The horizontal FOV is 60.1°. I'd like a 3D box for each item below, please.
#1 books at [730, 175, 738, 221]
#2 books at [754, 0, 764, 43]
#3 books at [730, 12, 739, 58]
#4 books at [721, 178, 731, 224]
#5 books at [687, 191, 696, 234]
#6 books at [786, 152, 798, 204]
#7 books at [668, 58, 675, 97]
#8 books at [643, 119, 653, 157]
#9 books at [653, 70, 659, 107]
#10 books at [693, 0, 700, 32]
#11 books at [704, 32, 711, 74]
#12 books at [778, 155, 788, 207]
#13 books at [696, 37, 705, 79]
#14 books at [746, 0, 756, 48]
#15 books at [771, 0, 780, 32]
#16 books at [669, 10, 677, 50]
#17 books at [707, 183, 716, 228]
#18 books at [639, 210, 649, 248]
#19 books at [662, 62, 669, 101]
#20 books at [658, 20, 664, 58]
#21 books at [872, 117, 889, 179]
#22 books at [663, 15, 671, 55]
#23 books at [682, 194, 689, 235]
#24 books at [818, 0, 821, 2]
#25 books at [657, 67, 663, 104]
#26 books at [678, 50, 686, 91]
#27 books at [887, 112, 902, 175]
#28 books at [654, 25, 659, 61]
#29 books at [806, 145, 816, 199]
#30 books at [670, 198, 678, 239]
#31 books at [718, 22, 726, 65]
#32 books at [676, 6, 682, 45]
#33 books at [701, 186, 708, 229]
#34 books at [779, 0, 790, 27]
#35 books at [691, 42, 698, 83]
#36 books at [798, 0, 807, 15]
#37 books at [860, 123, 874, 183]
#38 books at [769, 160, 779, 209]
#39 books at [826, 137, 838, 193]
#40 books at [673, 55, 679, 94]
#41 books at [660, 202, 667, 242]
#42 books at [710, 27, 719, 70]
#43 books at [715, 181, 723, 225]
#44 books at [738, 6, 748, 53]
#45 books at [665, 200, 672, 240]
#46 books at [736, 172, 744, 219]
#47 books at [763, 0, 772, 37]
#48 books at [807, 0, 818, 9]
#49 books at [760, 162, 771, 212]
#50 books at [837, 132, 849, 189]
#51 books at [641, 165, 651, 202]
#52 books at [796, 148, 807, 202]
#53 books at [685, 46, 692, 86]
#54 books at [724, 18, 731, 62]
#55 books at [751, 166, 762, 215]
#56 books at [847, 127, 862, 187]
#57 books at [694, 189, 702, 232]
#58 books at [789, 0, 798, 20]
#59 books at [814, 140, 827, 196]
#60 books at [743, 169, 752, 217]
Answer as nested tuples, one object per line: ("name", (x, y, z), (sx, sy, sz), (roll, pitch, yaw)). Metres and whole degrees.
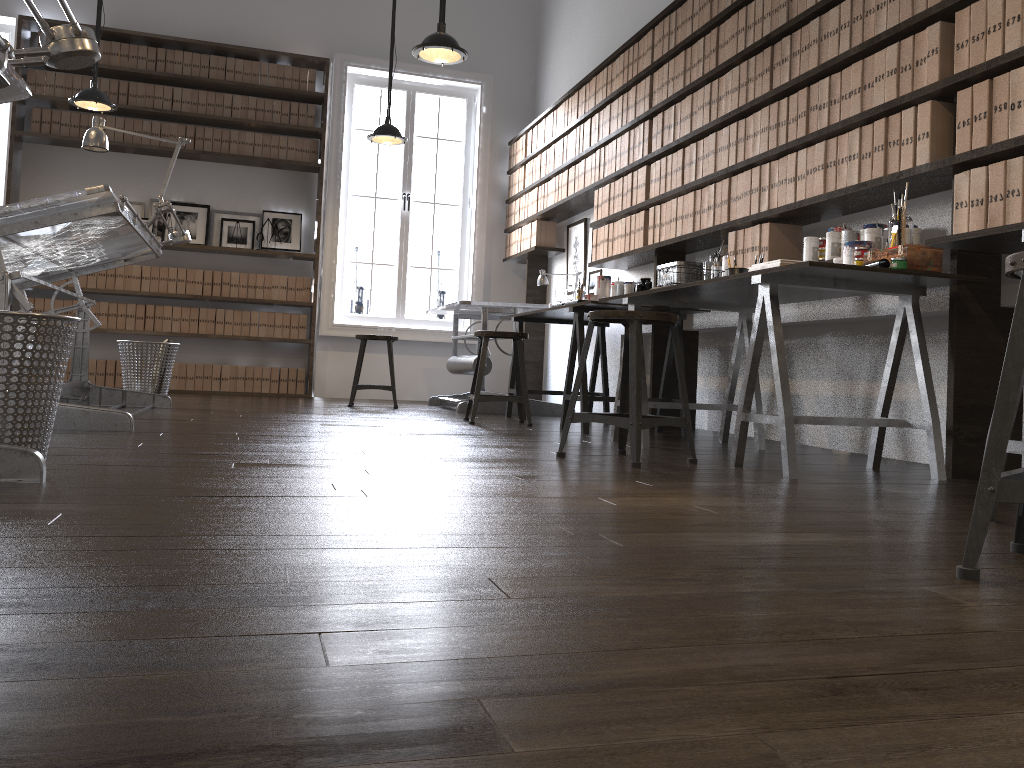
("books", (1.160, -0.895, 4.322), (0.174, 0.226, 0.066), (3, -2, -16))
("books", (1.241, -1.707, 4.185), (0.174, 0.226, 0.067), (3, -2, -16))
("books", (1.178, -1.713, 4.395), (0.174, 0.226, 0.067), (3, -2, -16))
("books", (1.133, -0.897, 4.391), (0.174, 0.226, 0.067), (3, -2, -16))
("books", (1.032, -0.906, 4.732), (0.174, 0.226, 0.067), (3, -2, -16))
("books", (1.291, -0.884, 3.857), (0.174, 0.226, 0.067), (3, -2, -16))
("books", (0.987, -1.729, 5.055), (0.174, 0.226, 0.066), (3, -2, -16))
("books", (0.889, -1.468, 5.347), (0.174, 0.226, 0.066), (3, -2, -16))
("books", (0.931, -1.734, 5.260), (0.174, 0.226, 0.066), (3, -2, -16))
("books", (1.077, -2.000, 4.803), (0.174, 0.226, 0.066), (3, -2, -16))
("books", (1.106, -1.719, 4.663), (0.174, 0.226, 0.066), (3, -2, -16))
("books", (1.275, -0.886, 3.925), (0.174, 0.226, 0.066), (3, -2, -16))
("books", (1.081, -1.721, 4.730), (0.174, 0.226, 0.066), (3, -2, -16))
("books", (1.222, -1.709, 4.257), (0.174, 0.226, 0.066), (3, -2, -16))
("books", (1.283, -1.704, 4.056), (0.174, 0.226, 0.066), (3, -2, -16))
("books", (0.997, -2.006, 5.073), (0.174, 0.226, 0.066), (3, -2, -16))
("books", (1.093, -0.901, 4.532), (0.174, 0.226, 0.066), (3, -2, -16))
("books", (0.859, -0.921, 5.324), (0.174, 0.226, 0.067), (3, -2, -16))
("books", (0.965, -1.731, 5.124), (0.174, 0.226, 0.067), (3, -2, -16))
("books", (0.953, -2.010, 5.211), (0.174, 0.226, 0.067), (3, -2, -16))
("books", (1.448, -0.871, 3.322), (0.174, 0.226, 0.067), (3, -2, -16))
("books", (0.974, -2.008, 5.142), (0.174, 0.226, 0.066), (3, -2, -16))
("books", (1.018, -0.907, 4.797), (0.174, 0.226, 0.066), (3, -2, -16))
("books", (1.380, -1.696, 3.721), (0.174, 0.226, 0.066), (3, -2, -16))
("books", (0.948, -1.732, 5.192), (0.174, 0.226, 0.066), (3, -2, -16))
("books", (1.020, -1.726, 4.930), (0.174, 0.226, 0.067), (3, -2, -16))
("books", (1.475, -0.869, 3.253), (0.174, 0.226, 0.066), (3, -2, -16))
("books", (0.939, -2.011, 5.273), (0.174, 0.226, 0.066), (3, -2, -16))
("books", (1.333, -0.881, 3.728), (0.174, 0.226, 0.066), (3, -2, -16))
("books", (0.976, -0.911, 4.926), (0.174, 0.226, 0.067), (3, -2, -16))
("books", (1.148, -1.715, 4.520), (0.174, 0.226, 0.066), (3, -2, -16))
("books", (1.021, -2.005, 5.008), (0.174, 0.226, 0.066), (3, -2, -16))
("books", (1.077, -0.902, 4.601), (0.174, 0.226, 0.066), (3, -2, -16))
("books", (1.297, -1.703, 3.991), (0.174, 0.226, 0.067), (3, -2, -16))
("books", (1.065, -1.722, 4.799), (0.174, 0.226, 0.066), (3, -2, -16))
("books", (1.341, -1.699, 3.858), (0.174, 0.226, 0.066), (3, -2, -16))
("books", (1.432, -0.872, 3.396), (0.174, 0.226, 0.066), (3, -2, -16))
("books", (1.257, -0.887, 3.993), (0.174, 0.226, 0.066), (3, -2, -16))
("books", (1.372, -0.877, 3.600), (0.174, 0.226, 0.066), (3, -2, -16))
("books", (1.006, -1.727, 4.995), (0.174, 0.226, 0.066), (3, -2, -16))
("books", (0.942, -0.914, 5.062), (0.174, 0.226, 0.066), (3, -2, -16))
("books", (1.122, -1.718, 4.589), (0.174, 0.226, 0.067), (3, -2, -16))
("books", (1.118, -0.899, 4.465), (0.174, 0.226, 0.066), (3, -2, -16))
("books", (1.198, -1.711, 4.325), (0.174, 0.226, 0.066), (3, -2, -16))
("books", (0.960, -0.912, 4.994), (0.174, 0.226, 0.066), (3, -2, -16))
("books", (1.176, -0.894, 4.258), (0.174, 0.226, 0.066), (3, -2, -16))
("books", (1.263, -1.706, 4.116), (0.174, 0.226, 0.066), (3, -2, -16))
("books", (1.358, -1.698, 3.790), (0.174, 0.226, 0.067), (3, -2, -16))
("books", (1.234, -0.889, 4.059), (0.174, 0.226, 0.066), (3, -2, -16))
("books", (1.392, -0.876, 3.532), (0.174, 0.226, 0.066), (3, -2, -16))
("books", (0.871, -1.191, 5.331), (0.174, 0.226, 0.067), (3, -2, -16))
("books", (1.313, -0.882, 3.788), (0.174, 0.226, 0.066), (3, -2, -16))
("books", (1.045, -1.724, 4.867), (0.174, 0.226, 0.066), (3, -2, -16))
("books", (1.164, -1.714, 4.456), (0.174, 0.226, 0.066), (3, -2, -16))
("books", (1.210, -0.891, 4.127), (0.174, 0.226, 0.066), (3, -2, -16))
("books", (1.408, -0.874, 3.463), (0.174, 0.226, 0.066), (3, -2, -16))
("books", (1.057, -0.904, 4.669), (0.174, 0.226, 0.066), (3, -2, -16))
("books", (1.323, -1.701, 3.926), (0.174, 0.226, 0.066), (3, -2, -16))
("books", (1.347, -0.879, 3.663), (0.174, 0.226, 0.067), (3, -2, -16))
("books", (1.189, -0.892, 4.197), (0.174, 0.226, 0.067), (3, -2, -16))
